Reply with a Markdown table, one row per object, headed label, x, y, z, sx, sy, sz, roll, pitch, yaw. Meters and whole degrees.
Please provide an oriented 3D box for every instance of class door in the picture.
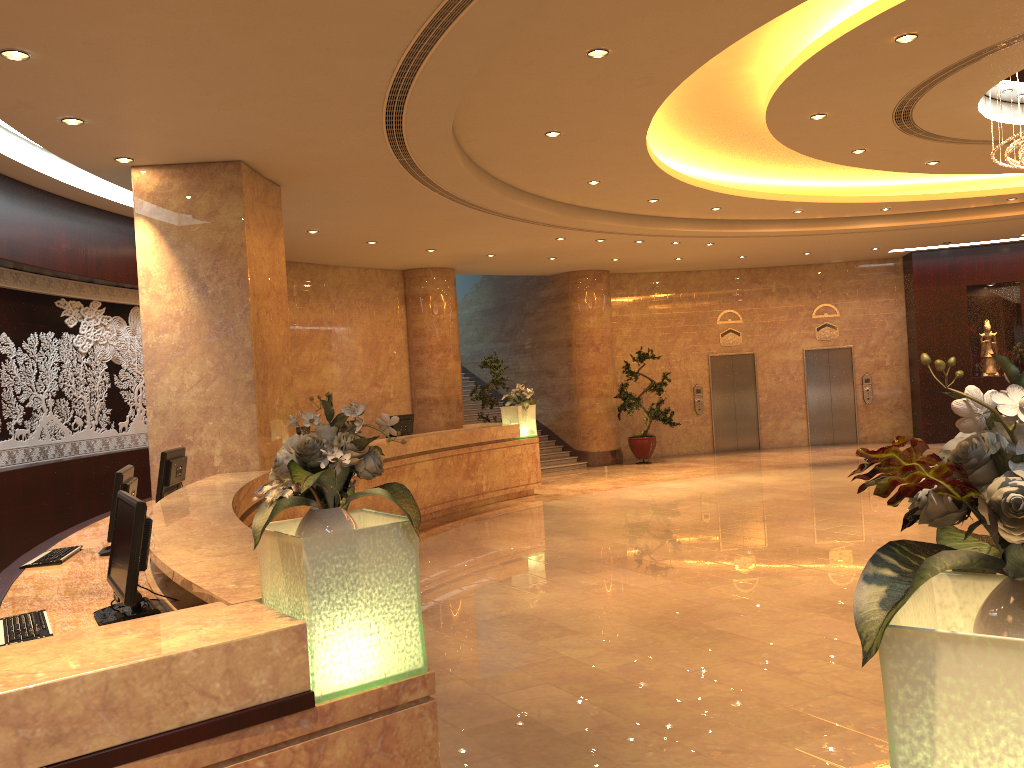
| label | x | y | z | sx | sy | sz | roll | pitch | yaw |
| --- | --- | --- | --- | --- | --- | --- | --- | --- | --- |
| door | 4.860 | 0.394 | 19.417 | 1.070 | 2.145 | 0.150 | -4 | 0 | -6 |
| door | 6.981 | 0.264 | 19.451 | 1.070 | 2.149 | 0.150 | -4 | 0 | 5 |

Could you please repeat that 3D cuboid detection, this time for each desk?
| label | x | y | z | sx | sy | sz | roll | pitch | yaw |
| --- | --- | --- | --- | --- | --- | --- | --- | --- | --- |
| desk | -1.619 | 1.325 | 8.607 | 3.466 | 1.155 | 12.951 | -4 | 0 | 3 |

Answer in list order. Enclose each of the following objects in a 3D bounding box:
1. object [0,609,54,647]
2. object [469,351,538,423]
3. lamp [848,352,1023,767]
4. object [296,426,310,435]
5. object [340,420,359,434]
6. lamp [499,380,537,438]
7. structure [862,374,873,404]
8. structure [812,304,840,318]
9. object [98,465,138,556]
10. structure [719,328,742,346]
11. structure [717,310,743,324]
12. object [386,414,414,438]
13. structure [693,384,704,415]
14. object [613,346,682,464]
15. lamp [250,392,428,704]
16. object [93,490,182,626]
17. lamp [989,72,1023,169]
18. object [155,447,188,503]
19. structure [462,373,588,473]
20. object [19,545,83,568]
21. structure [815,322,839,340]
| label | x | y | z | sx | sy | sz | roll | pitch | yaw |
| --- | --- | --- | --- | --- | --- | --- | --- | --- | --- |
| object | -1.949 | 0.969 | 3.506 | 0.215 | 0.034 | 0.526 | -4 | 0 | -31 |
| object | -0.211 | 0.612 | 15.608 | 1.250 | 2.363 | 0.843 | -3 | 0 | 40 |
| lamp | 0.848 | 0.401 | 1.417 | 0.580 | 0.923 | 0.570 | -4 | 0 | -34 |
| object | -2.534 | 0.755 | 10.329 | 0.531 | 0.500 | 0.430 | -4 | 0 | -35 |
| object | -2.170 | 0.729 | 11.425 | 0.531 | 0.500 | 0.430 | -4 | 0 | -28 |
| lamp | 0.137 | 0.398 | 14.209 | 0.532 | 0.897 | 0.606 | -3 | 0 | 38 |
| structure | 7.736 | 0.109 | 19.292 | 0.200 | 0.661 | 0.053 | -4 | 0 | 9 |
| structure | 6.861 | -1.608 | 19.394 | 0.600 | 0.293 | 0.010 | -4 | 0 | 5 |
| object | -2.349 | 0.757 | 5.332 | 0.430 | 0.500 | 0.531 | -4 | 0 | 19 |
| structure | 4.778 | -1.030 | 19.372 | 0.504 | 0.405 | 0.012 | -4 | 0 | -6 |
| structure | 4.750 | -1.476 | 19.370 | 0.600 | 0.293 | 0.010 | -4 | 0 | -6 |
| object | -1.590 | 0.690 | 12.609 | 0.531 | 0.500 | 0.430 | -4 | 0 | -23 |
| structure | 4.051 | 0.339 | 19.240 | 0.200 | 0.661 | 0.053 | -4 | 0 | -10 |
| object | 2.654 | 0.427 | 17.843 | 1.250 | 2.363 | 0.843 | -4 | 0 | -9 |
| lamp | -0.602 | 0.488 | 2.861 | 0.542 | 0.925 | 0.577 | -4 | 0 | -29 |
| object | -1.603 | 0.715 | 3.681 | 0.430 | 0.500 | 0.531 | -4 | 0 | 6 |
| lamp | 5.990 | -2.415 | 7.738 | 3.204 | 1.196 | 3.206 | -4 | 0 | 6 |
| object | -2.769 | 0.778 | 7.205 | 0.430 | 0.500 | 0.531 | -3 | 0 | 31 |
| structure | -1.523 | -0.922 | 20.155 | 9.849 | 5.560 | 7.472 | -4 | 0 | -31 |
| object | -2.700 | 1.012 | 5.208 | 0.215 | 0.034 | 0.526 | -4 | 0 | -13 |
| structure | 6.890 | -1.162 | 19.397 | 0.504 | 0.405 | 0.012 | -4 | 0 | 5 |
